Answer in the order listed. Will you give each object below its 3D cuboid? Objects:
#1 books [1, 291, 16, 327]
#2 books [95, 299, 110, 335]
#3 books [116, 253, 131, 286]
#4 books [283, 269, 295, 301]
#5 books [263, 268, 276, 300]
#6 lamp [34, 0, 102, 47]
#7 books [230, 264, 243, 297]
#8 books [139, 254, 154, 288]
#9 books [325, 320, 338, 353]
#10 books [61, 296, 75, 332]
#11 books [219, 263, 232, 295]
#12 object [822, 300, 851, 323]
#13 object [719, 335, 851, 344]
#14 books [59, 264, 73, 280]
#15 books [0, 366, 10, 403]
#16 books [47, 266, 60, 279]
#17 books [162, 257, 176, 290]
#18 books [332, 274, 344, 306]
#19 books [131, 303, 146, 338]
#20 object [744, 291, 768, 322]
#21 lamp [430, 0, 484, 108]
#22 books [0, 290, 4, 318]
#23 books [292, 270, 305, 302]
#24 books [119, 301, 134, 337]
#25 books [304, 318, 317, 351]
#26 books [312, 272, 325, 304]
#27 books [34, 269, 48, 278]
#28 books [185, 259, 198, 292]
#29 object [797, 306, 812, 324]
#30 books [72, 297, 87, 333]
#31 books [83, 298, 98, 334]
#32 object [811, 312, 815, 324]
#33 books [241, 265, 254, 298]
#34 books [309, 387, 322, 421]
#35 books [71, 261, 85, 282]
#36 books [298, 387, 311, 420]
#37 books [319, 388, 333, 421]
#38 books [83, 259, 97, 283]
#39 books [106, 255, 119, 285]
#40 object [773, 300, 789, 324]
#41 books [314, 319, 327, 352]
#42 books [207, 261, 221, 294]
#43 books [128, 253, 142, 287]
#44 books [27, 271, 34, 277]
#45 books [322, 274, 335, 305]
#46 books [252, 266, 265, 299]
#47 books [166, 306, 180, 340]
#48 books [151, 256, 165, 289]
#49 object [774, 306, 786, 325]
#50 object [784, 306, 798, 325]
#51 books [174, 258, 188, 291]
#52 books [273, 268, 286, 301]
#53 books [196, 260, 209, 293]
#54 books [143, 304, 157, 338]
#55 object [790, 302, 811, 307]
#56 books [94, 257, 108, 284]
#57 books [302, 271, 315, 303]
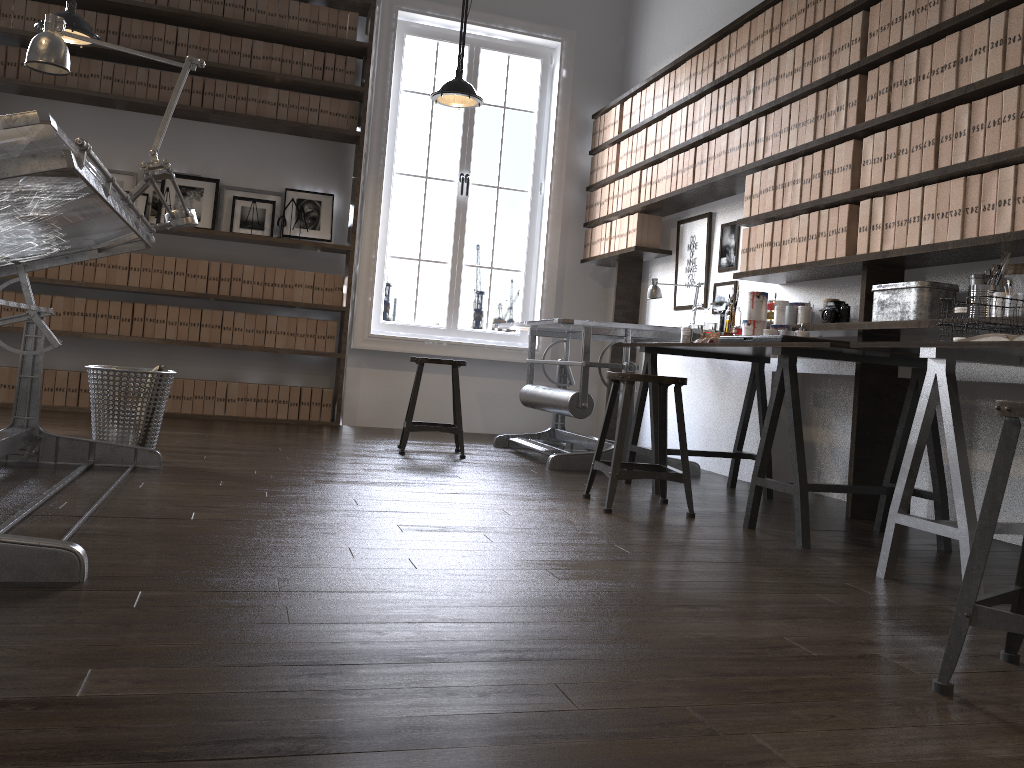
[{"bbox_3d":[-3.216,-0.479,5.686,0.066,0.226,0.174,5,-1,-17],"label":"books"},{"bbox_3d":[-2.691,-0.440,5.847,0.066,0.226,0.174,5,-1,-17],"label":"books"},{"bbox_3d":[-2.573,-0.755,5.882,0.066,0.226,0.174,5,-1,-17],"label":"books"},{"bbox_3d":[-1.560,-0.680,6.188,0.066,0.226,0.174,5,-1,-17],"label":"books"},{"bbox_3d":[-1.689,-0.689,6.150,0.066,0.226,0.174,5,-1,-17],"label":"books"},{"bbox_3d":[-2.189,-2.911,4.588,0.312,2.256,0.311,6,-2,-37],"label":"lamp"},{"bbox_3d":[-1.892,-0.704,6.090,0.066,0.226,0.174,5,-1,-17],"label":"books"},{"bbox_3d":[-2.438,-0.745,5.925,0.066,0.226,0.174,5,-1,-17],"label":"books"},{"bbox_3d":[-1.285,-0.336,6.264,0.066,0.226,0.174,5,-1,-17],"label":"books"},{"bbox_3d":[-2.887,-0.455,5.787,0.066,0.226,0.174,5,-1,-17],"label":"books"},{"bbox_3d":[-1.962,-0.710,6.063,0.067,0.226,0.174,5,-1,-17],"label":"books"},{"bbox_3d":[1.390,-0.307,3.842,0.091,0.109,0.171,5,0,-17],"label":"object"},{"bbox_3d":[1.027,-0.154,3.339,0.311,0.033,0.446,4,1,-17],"label":"object"},{"bbox_3d":[-2.896,-0.779,5.784,0.066,0.226,0.174,5,-1,-17],"label":"books"},{"bbox_3d":[-3.247,0.002,5.673,0.066,0.226,0.174,5,-1,-17],"label":"books"},{"bbox_3d":[-2.966,-0.784,5.768,0.066,0.226,0.174,5,-1,-17],"label":"books"},{"bbox_3d":[-2.304,-0.735,5.963,0.066,0.226,0.174,5,-1,-17],"label":"books"},{"bbox_3d":[-1.240,-0.656,6.279,0.067,0.226,0.174,5,-1,-17],"label":"books"},{"bbox_3d":[-2.483,-0.425,5.904,0.067,0.226,0.174,5,-1,-17],"label":"books"},{"bbox_3d":[1.205,-0.365,4.375,0.107,0.177,0.106,5,-1,-15],"label":"object"},{"bbox_3d":[-0.228,-2.765,5.172,0.312,2.256,0.311,6,-2,-37],"label":"lamp"},{"bbox_3d":[-3.284,-0.484,5.662,0.066,0.226,0.174,5,-1,-17],"label":"books"},{"bbox_3d":[-1.500,-0.675,6.204,0.066,0.226,0.174,5,-1,-17],"label":"books"},{"bbox_3d":[-2.556,-0.430,5.888,0.066,0.226,0.174,5,-1,-17],"label":"books"},{"bbox_3d":[-1.421,-0.346,6.228,0.066,0.226,0.174,5,-1,-17],"label":"books"},{"bbox_3d":[-1.370,-0.666,6.245,0.066,0.226,0.174,5,-1,-17],"label":"books"},{"bbox_3d":[-3.036,-0.789,5.741,0.067,0.226,0.174,5,-1,-17],"label":"books"},{"bbox_3d":[-2.165,-0.725,6.001,0.067,0.226,0.174,5,-1,-17],"label":"books"},{"bbox_3d":[1.339,-0.307,4.054,0.061,0.094,0.062,5,-1,-31],"label":"object"},{"bbox_3d":[-2.821,-0.450,5.801,0.067,0.226,0.174,5,-1,-17],"label":"books"},{"bbox_3d":[-2.759,-0.445,5.826,0.066,0.226,0.174,5,-1,-17],"label":"books"},{"bbox_3d":[1.381,-0.295,4.130,0.054,0.080,0.054,4,-1,11],"label":"object"},{"bbox_3d":[-1.823,-0.699,6.106,0.066,0.226,0.174,5,-1,-17],"label":"books"},{"bbox_3d":[-1.387,0.141,6.234,0.066,0.226,0.174,5,-1,-17],"label":"books"},{"bbox_3d":[-2.830,-0.774,5.808,0.066,0.226,0.174,5,-1,-17],"label":"books"},{"bbox_3d":[-1.456,0.135,6.208,0.067,0.226,0.174,5,-1,-17],"label":"books"},{"bbox_3d":[-1.314,0.146,6.254,0.066,0.226,0.174,5,-1,-17],"label":"books"},{"bbox_3d":[-2.762,-0.769,5.828,0.066,0.226,0.174,5,-1,-17],"label":"books"},{"bbox_3d":[-2.634,-0.760,5.865,0.066,0.226,0.174,5,-1,-17],"label":"books"},{"bbox_3d":[1.305,-0.338,4.297,0.070,0.130,0.070,4,-1,21],"label":"object"},{"bbox_3d":[-1.353,-0.341,6.248,0.066,0.226,0.174,5,-1,-17],"label":"books"},{"bbox_3d":[-2.034,-0.715,6.047,0.066,0.226,0.174,5,-1,-17],"label":"books"},{"bbox_3d":[-2.504,-0.750,5.901,0.067,0.226,0.174,5,-1,-17],"label":"books"},{"bbox_3d":[-3.108,-0.795,5.725,0.066,0.226,0.174,5,-1,-17],"label":"books"},{"bbox_3d":[-1.304,-0.661,6.267,0.066,0.226,0.174,5,-1,-17],"label":"books"},{"bbox_3d":[-1.756,-0.694,6.130,0.066,0.226,0.174,5,-1,-17],"label":"books"},{"bbox_3d":[-2.281,-0.410,5.967,0.066,0.226,0.174,5,-1,-17],"label":"books"},{"bbox_3d":[-2.372,-0.740,5.946,0.066,0.226,0.174,5,-1,-17],"label":"books"},{"bbox_3d":[1.266,-0.315,4.170,0.061,0.094,0.062,5,-1,-31],"label":"object"},{"bbox_3d":[1.299,-0.311,4.108,0.063,0.093,0.062,5,-1,-31],"label":"object"},{"bbox_3d":[-2.234,-0.730,5.980,0.066,0.226,0.174,5,-1,-17],"label":"books"},{"bbox_3d":[-1.622,-0.684,6.164,0.067,0.226,0.174,5,-1,-17],"label":"books"},{"bbox_3d":[-2.106,-0.720,6.023,0.066,0.226,0.174,5,-1,-17],"label":"books"},{"bbox_3d":[-2.414,-0.420,5.931,0.066,0.226,0.174,5,-1,-17],"label":"books"},{"bbox_3d":[1.369,-0.321,4.215,0.094,0.128,0.094,4,-1,14],"label":"object"},{"bbox_3d":[-2.696,-0.764,5.842,0.067,0.226,0.174,5,-1,-17],"label":"books"},{"bbox_3d":[-1.436,-0.670,6.221,0.067,0.226,0.174,5,-1,-17],"label":"books"}]
